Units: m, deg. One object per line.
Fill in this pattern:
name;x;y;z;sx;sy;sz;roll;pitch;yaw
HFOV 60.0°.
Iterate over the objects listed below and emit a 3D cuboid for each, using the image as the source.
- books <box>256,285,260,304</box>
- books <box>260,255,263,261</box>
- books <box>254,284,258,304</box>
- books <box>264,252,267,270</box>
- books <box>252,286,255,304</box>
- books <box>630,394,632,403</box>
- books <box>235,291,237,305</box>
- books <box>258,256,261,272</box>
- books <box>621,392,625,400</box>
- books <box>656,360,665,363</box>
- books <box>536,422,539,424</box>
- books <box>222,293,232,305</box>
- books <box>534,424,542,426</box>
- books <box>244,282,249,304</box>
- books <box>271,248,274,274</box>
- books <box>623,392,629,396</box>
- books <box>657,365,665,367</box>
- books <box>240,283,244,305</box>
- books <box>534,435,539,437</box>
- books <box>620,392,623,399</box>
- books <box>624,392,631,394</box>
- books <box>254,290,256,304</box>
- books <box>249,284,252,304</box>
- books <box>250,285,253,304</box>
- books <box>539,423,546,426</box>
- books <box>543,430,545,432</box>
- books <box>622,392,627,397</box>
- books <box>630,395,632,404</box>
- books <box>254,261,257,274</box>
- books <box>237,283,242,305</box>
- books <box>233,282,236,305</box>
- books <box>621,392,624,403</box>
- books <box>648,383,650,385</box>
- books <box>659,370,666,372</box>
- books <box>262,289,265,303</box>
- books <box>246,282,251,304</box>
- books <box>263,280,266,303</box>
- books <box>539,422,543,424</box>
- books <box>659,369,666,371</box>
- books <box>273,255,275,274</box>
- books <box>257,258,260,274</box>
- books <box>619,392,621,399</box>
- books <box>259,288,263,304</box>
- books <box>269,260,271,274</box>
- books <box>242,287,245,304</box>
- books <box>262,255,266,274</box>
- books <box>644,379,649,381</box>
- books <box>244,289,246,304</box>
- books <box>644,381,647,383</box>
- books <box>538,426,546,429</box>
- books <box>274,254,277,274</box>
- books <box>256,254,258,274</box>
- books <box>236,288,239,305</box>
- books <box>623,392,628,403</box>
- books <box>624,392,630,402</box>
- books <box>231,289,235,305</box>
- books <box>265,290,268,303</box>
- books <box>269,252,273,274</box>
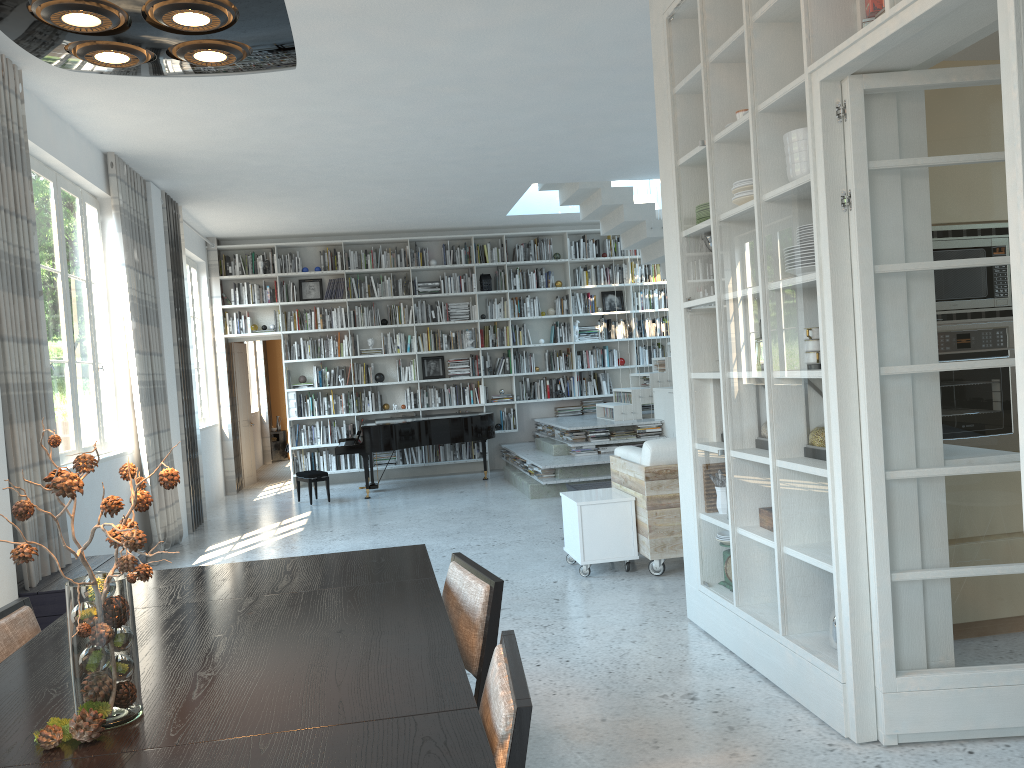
books;-3.240;-1.137;11.355;0.030;0.251;0.165;-4;2;-9
books;-3.194;-1.510;11.364;0.021;0.253;0.179;-4;2;-9
books;-3.268;-1.140;11.351;0.025;0.261;0.167;-4;2;-9
books;-3.153;-1.533;11.380;0.013;0.292;0.154;-4;2;-9
books;-3.302;-1.130;11.348;0.021;0.244;0.173;-4;2;-9
books;1.471;0.170;10.509;0.125;0.123;0.034;-4;2;-9
books;-3.513;-1.089;11.339;0.024;0.192;0.138;-4;2;-9
books;-3.216;-1.504;11.352;0.025;0.244;0.167;-4;2;-9
books;1.407;0.165;10.915;0.125;0.125;0.010;-4;2;-9
books;1.867;-0.276;10.644;0.234;0.025;0.157;-3;1;29
books;0.422;0.519;11.922;0.159;0.011;0.246;-4;1;-12
books;-3.629;-1.073;11.317;0.121;0.176;0.129;-4;2;-9
books;0.413;0.540;11.921;0.171;0.015;0.252;-4;1;-14
books;-3.383;-1.145;11.323;0.021;0.286;0.179;-4;2;-9
books;-3.067;-1.561;11.379;0.014;0.338;0.167;-4;2;-9
books;1.423;0.166;10.814;0.125;0.125;0.007;-4;2;-9
books;1.872;-0.222;10.650;0.232;0.011;0.171;-3;1;28
books;-3.445;-1.142;11.341;0.028;0.288;0.132;-4;2;-9
books;0.390;0.693;11.956;0.159;0.009;0.210;-4;1;-5
books;1.401;0.165;10.952;0.125;0.125;0.012;-4;2;-9
books;1.430;0.166;10.767;0.125;0.125;0.009;-4;2;-9
books;-3.290;-1.125;11.379;0.011;0.231;0.135;-4;2;-9
books;-3.331;-1.140;11.343;0.013;0.269;0.162;-4;2;-9
books;-3.318;-1.131;11.345;0.012;0.249;0.192;-4;2;-9
books;0.469;0.525;11.635;0.163;0.018;0.289;-4;1;-10
books;0.489;0.609;11.640;0.131;0.021;0.240;-4;1;-7
books;1.415;0.166;10.861;0.125;0.125;0.010;-4;2;-9
books;1.470;0.170;10.517;0.125;0.123;0.036;-4;2;-9
books;-3.272;-1.472;11.350;0.024;0.187;0.159;-4;2;-9
books;-3.466;-1.137;11.314;0.023;0.282;0.186;-4;2;-9
books;-3.533;-1.140;11.323;0.011;0.297;0.162;-4;2;-9
books;1.405;0.165;10.924;0.125;0.125;0.007;-4;2;-9
books;1.737;-0.001;10.664;0.172;0.019;0.239;-4;1;16
books;1.879;-0.160;10.658;0.206;0.012;0.183;-4;1;19
books;-3.186;-1.115;11.391;0.029;0.198;0.144;-4;2;-9
books;-3.358;-1.150;11.347;0.037;0.292;0.155;-4;2;-9
books;-3.166;-1.169;11.368;0.012;0.303;0.189;-4;2;-9
books;0.458;0.500;11.633;0.171;0.020;0.193;-4;1;-14
books;1.876;-0.172;10.652;0.215;0.013;0.189;-3;1;24
books;-3.047;-1.524;11.390;0.025;0.259;0.138;-4;2;-9
books;-3.240;-1.494;11.361;0.021;0.226;0.156;-4;2;-9
books;1.393;0.164;10.998;0.125;0.125;0.007;-4;2;-9
books;-3.213;-1.120;11.378;0.028;0.212;0.138;-4;2;-9
books;-3.106;-1.482;11.381;0.028;0.185;0.167;-4;2;-9
books;-3.418;-1.119;11.345;0.024;0.239;0.155;-4;2;-9
books;-3.170;-1.515;11.365;0.027;0.259;0.147;-4;2;-9
books;1.761;-0.056;11.170;0.140;0.022;0.181;-4;1;-16
books;-3.398;-1.105;11.338;0.010;0.209;0.165;-4;2;-9
books;1.763;-0.028;11.171;0.145;0.015;0.166;-4;1;-14
books;0.456;0.569;11.634;0.189;0.030;0.237;-4;1;-12
books;-3.016;-1.522;11.357;0.024;0.252;0.235;-4;1;-9
books;-3.258;-1.517;11.358;0.013;0.275;0.158;-4;2;-9
books;-3.488;-1.108;11.316;0.022;0.228;0.171;-4;2;-9
books;1.419;0.166;10.836;0.125;0.125;0.008;-4;2;-9
books;1.427;0.166;10.787;0.125;0.125;0.009;-4;2;-9
books;-3.552;-1.099;11.318;0.034;0.218;0.166;-4;2;-9
books;-3.143;-1.110;11.389;0.031;0.182;0.151;-4;2;-9
books;-3.084;-1.535;11.382;0.022;0.286;0.175;-4;2;-9
